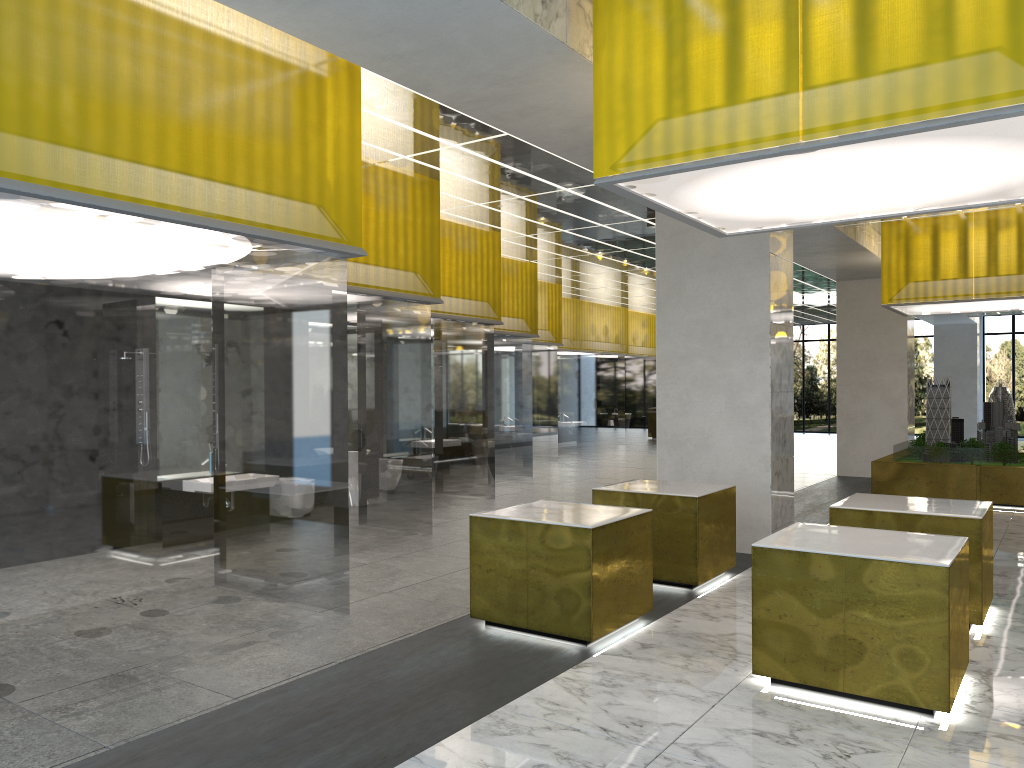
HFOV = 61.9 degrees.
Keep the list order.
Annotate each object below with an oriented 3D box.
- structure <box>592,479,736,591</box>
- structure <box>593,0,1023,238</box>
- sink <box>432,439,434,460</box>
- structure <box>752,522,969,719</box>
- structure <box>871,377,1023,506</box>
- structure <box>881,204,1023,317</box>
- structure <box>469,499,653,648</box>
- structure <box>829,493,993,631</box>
[{"bbox_3d":[1.978,1.910,11.024,1.447,1.173,1.359,0,0,35],"label":"structure"},{"bbox_3d":[2.900,-2.813,7.385,3.448,2.269,3.054,0,0,35],"label":"structure"},{"bbox_3d":[-2.133,1.535,23.200,0.927,1.053,1.305,0,0,34],"label":"sink"},{"bbox_3d":[2.894,1.878,7.048,1.447,1.173,1.359,0,0,35],"label":"structure"},{"bbox_3d":[10.715,1.119,19.197,4.103,2.571,4.846,0,0,35],"label":"structure"},{"bbox_3d":[9.989,-2.769,18.200,3.449,2.269,3.055,0,0,35],"label":"structure"},{"bbox_3d":[0.523,1.901,8.803,1.447,1.173,1.359,0,0,35],"label":"structure"},{"bbox_3d":[4.352,1.887,9.273,1.447,1.173,1.359,0,0,35],"label":"structure"}]
